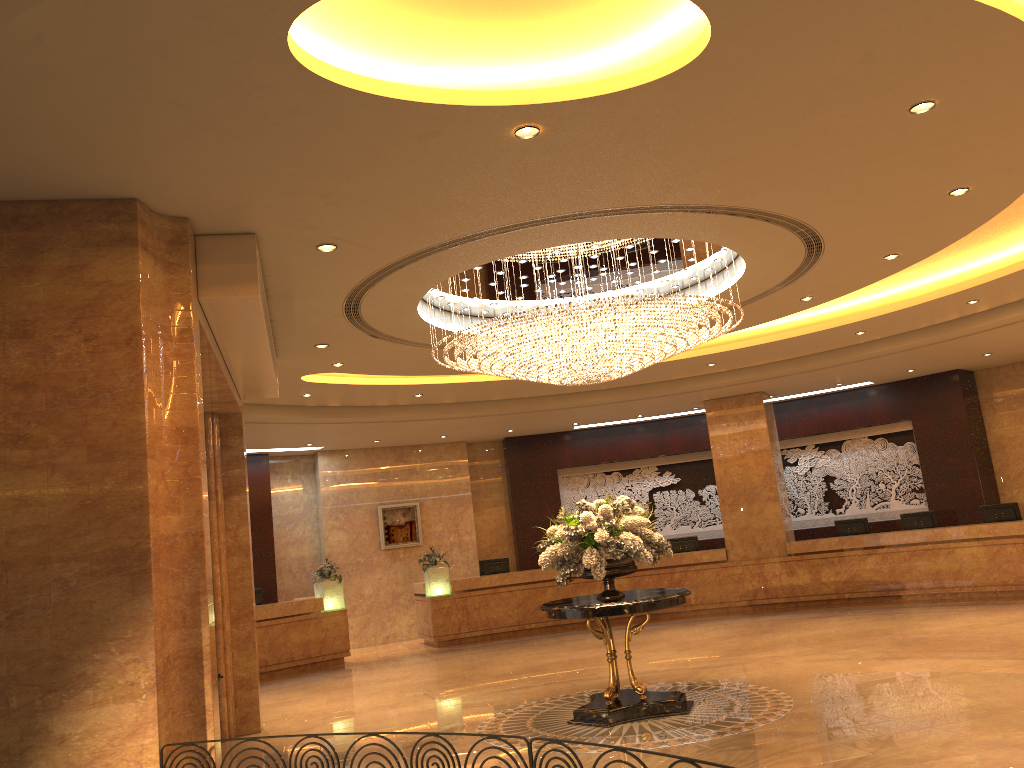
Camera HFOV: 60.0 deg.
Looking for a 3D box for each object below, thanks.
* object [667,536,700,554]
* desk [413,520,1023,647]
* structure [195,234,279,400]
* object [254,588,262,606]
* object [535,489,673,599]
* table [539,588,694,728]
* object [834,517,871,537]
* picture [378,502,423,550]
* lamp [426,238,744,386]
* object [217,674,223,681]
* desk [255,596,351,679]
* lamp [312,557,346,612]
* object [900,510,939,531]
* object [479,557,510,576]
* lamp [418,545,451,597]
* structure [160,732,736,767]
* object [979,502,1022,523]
[{"bbox_3d":[3.357,3.243,17.323,0.430,0.500,0.531,2,-13,-41],"label":"object"},{"bbox_3d":[4.395,3.481,15.757,12.951,1.155,3.466,-10,-11,20],"label":"desk"},{"bbox_3d":[-2.518,-0.461,8.421,0.425,0.483,4.113,-4,-10,-14],"label":"structure"},{"bbox_3d":[-4.643,3.746,14.941,0.918,0.500,0.397,0,-12,-31],"label":"object"},{"bbox_3d":[0.926,1.613,8.837,1.277,0.999,1.318,-10,-10,17],"label":"object"},{"bbox_3d":[1.067,2.626,8.631,1.493,1.089,1.493,-3,-11,-20],"label":"table"},{"bbox_3d":[6.227,2.714,16.184,0.430,0.500,0.531,-3,-10,-17],"label":"object"},{"bbox_3d":[-2.315,2.938,18.399,0.875,0.890,0.068,-2,-11,-22],"label":"picture"},{"bbox_3d":[0.755,-0.596,9.217,3.206,1.196,3.204,-11,-11,23],"label":"lamp"},{"bbox_3d":[-3.561,2.497,8.579,1.250,2.363,0.843,0,-12,-32],"label":"object"},{"bbox_3d":[-4.944,4.271,14.210,1.570,1.155,5.227,-15,-13,40],"label":"desk"},{"bbox_3d":[-3.261,3.527,15.636,0.570,0.923,0.580,-3,-10,-17],"label":"lamp"},{"bbox_3d":[7.145,2.491,15.519,0.430,0.500,0.531,-5,-10,-11],"label":"object"},{"bbox_3d":[-0.333,3.652,17.260,0.531,0.500,0.430,-11,-11,23],"label":"object"},{"bbox_3d":[-1.443,3.488,16.577,0.577,0.925,0.542,-4,-10,-11],"label":"lamp"},{"bbox_3d":[-0.481,1.726,1.205,3.815,0.995,7.624,-7,-10,5],"label":"structure"},{"bbox_3d":[8.078,2.226,14.625,0.430,0.500,0.531,-5,-10,-6],"label":"object"}]
